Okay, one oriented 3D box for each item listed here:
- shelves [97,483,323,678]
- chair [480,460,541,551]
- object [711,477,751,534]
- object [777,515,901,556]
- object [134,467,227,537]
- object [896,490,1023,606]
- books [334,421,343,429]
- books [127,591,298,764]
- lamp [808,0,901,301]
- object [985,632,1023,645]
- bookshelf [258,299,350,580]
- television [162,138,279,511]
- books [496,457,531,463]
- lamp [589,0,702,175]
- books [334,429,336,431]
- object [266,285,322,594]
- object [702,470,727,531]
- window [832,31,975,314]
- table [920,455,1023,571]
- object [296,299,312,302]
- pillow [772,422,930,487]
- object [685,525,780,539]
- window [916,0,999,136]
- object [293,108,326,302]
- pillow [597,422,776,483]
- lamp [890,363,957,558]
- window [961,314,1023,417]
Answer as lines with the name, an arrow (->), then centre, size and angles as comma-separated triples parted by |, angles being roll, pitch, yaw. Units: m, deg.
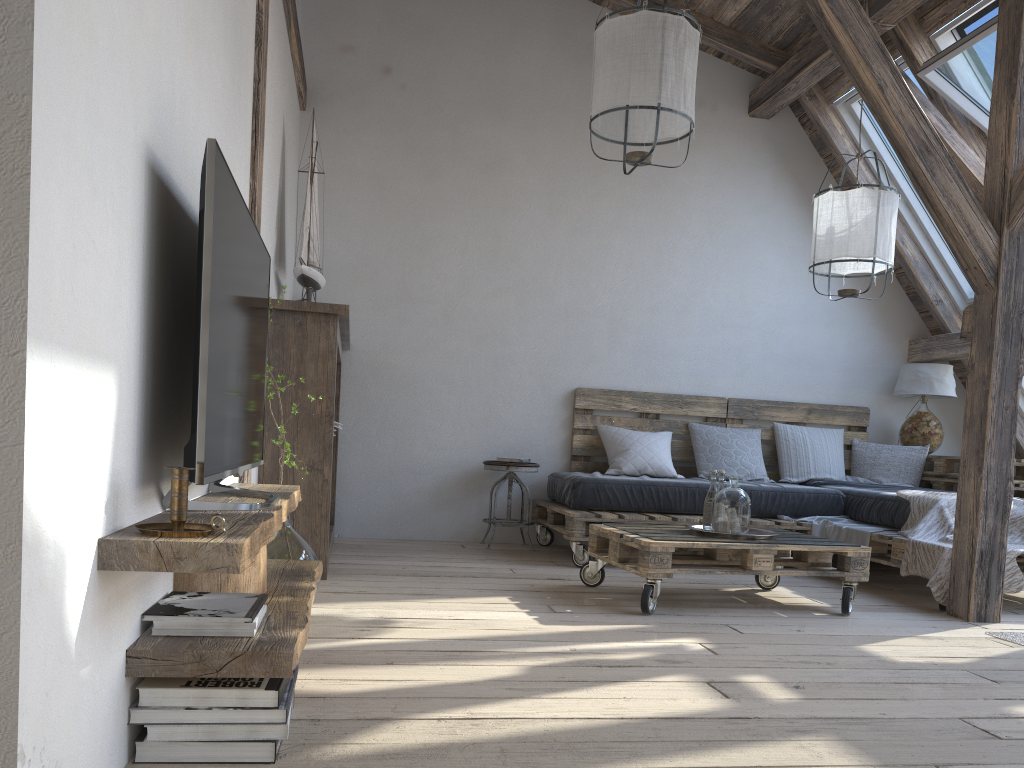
shelves -> -0.660, 0.522, 2.202 | 0.331, 0.450, 1.601 | 3, -3, -10
chair -> -0.017, 0.729, 5.325 | 0.354, 0.522, 0.352 | 3, 1, -7
object -> 0.921, 0.513, 3.686 | 0.156, 0.248, 0.155 | 2, 2, -42
object -> 1.840, 0.871, 4.810 | 0.506, 0.278, 0.706 | 4, -3, -26
object -> -0.566, 0.198, 1.497 | 0.140, 0.113, 0.139 | 4, -1, -28
object -> 2.246, 0.764, 4.101 | 0.808, 0.475, 1.011 | 2, -3, 20
books -> -1.001, 0.191, 4.431 | 0.222, 0.088, 0.260 | 5, -3, -30
books -> -0.595, 0.590, 1.815 | 0.291, 0.265, 0.359 | 3, -1, -10
lamp -> 1.729, -1.192, 4.368 | 0.398, 1.524, 0.407 | 5, 3, 31
object -> 3.171, 0.919, 2.035 | 2.190, 0.056, 3.184 | 4, -4, -10
bookshelf -> -1.029, 0.290, 4.488 | 0.348, 1.177, 1.621 | 3, -1, -10
television -> -0.670, -0.061, 2.149 | 0.207, 0.707, 1.101 | 3, -2, -10
books -> 0.009, 0.457, 5.289 | 0.149, 0.021, 0.205 | 2, -4, 19
lamp -> 0.518, -1.391, 3.378 | 0.405, 1.088, 0.400 | 5, 3, 31
books -> -1.013, 0.223, 4.375 | 0.204, 0.009, 0.258 | 3, -4, 6
object -> -0.828, 0.239, 3.136 | 0.276, 1.125, 0.512 | 2, 2, -24
object -> 0.893, 0.510, 3.848 | 0.071, 0.269, 0.153 | 3, 2, -10
window -> 2.527, -1.136, 5.072 | 1.097, 1.282, 0.852 | 3, 1, -10
table -> 2.967, 0.819, 5.553 | 0.675, 0.703, 1.015 | 3, -1, -10
object -> -1.208, -0.392, 5.139 | 0.082, 0.210, 0.205 | 4, 0, 26
pillow -> 2.169, 0.470, 5.704 | 0.967, 0.401, 0.386 | 3, 0, 6
object -> 0.943, 0.636, 3.775 | 0.394, 0.022, 0.395 | 3, -4, 9
window -> 2.736, -1.184, 4.177 | 1.351, 1.282, 0.852 | 3, 1, -10
object -> -0.977, -0.802, 4.325 | 0.140, 0.996, 0.787 | 3, 1, -5
pillow -> 1.093, 0.409, 5.474 | 1.131, 0.357, 0.350 | 4, 0, -10
lamp -> 2.581, 0.532, 5.978 | 0.390, 1.290, 0.818 | 2, 2, -25
window -> 3.440, 0.123, 5.323 | 1.097, 1.282, 0.852 | 3, 1, -10
